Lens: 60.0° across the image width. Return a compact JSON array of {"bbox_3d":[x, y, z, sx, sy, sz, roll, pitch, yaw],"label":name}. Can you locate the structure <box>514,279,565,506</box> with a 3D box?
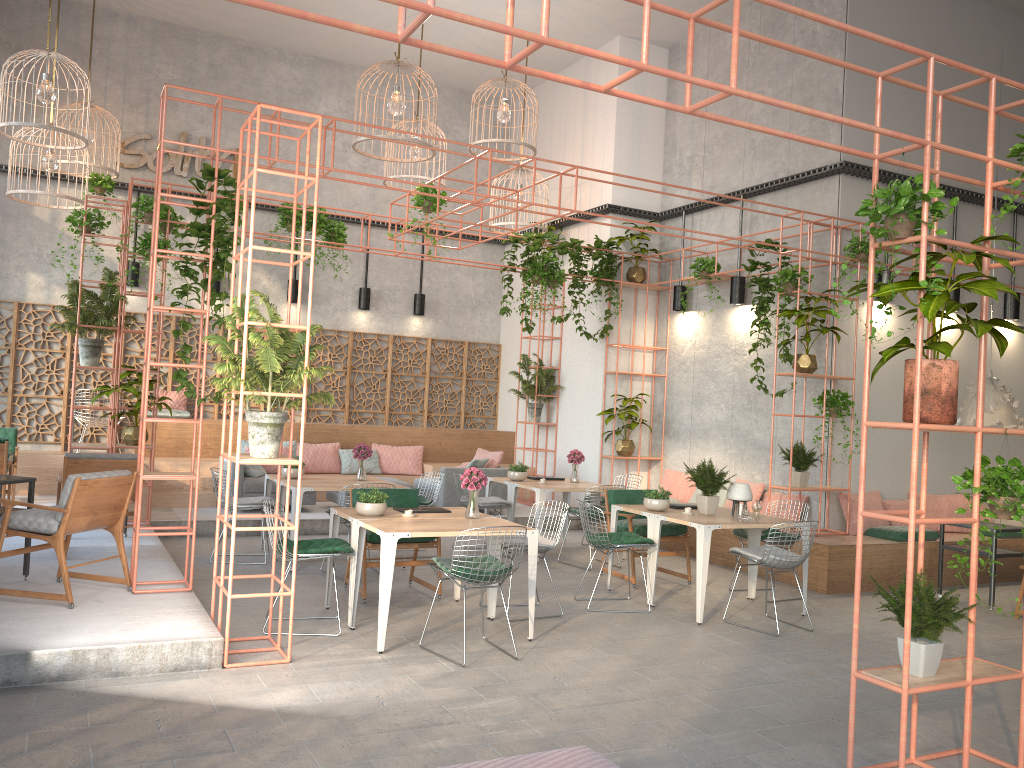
[{"bbox_3d":[0.422,0.122,14.269,0.424,3.596,0.624,4,-2,-27],"label":"structure"}]

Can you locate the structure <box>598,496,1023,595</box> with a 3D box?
[{"bbox_3d":[4.813,2.064,12.321,5.831,0.500,4.386,4,-2,-27],"label":"structure"}]

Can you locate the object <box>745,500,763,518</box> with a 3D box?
[{"bbox_3d":[2.247,1.153,8.182,0.210,0.154,0.165,4,-2,-37],"label":"object"}]

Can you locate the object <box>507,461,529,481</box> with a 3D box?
[{"bbox_3d":[0.070,1.057,10.811,0.254,0.247,0.248,4,-2,-27],"label":"object"}]

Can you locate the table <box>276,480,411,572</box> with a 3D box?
[{"bbox_3d":[-1.764,1.458,9.224,1.214,0.830,0.694,4,-2,-27],"label":"table"}]

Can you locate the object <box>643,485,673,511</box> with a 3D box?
[{"bbox_3d":[1.357,1.063,8.299,0.254,0.247,0.248,4,-2,-27],"label":"object"}]

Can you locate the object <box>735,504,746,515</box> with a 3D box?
[{"bbox_3d":[2.072,1.154,8.054,0.095,0.119,0.095,3,-1,-3],"label":"object"}]

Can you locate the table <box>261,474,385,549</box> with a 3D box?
[{"bbox_3d":[-2.085,1.456,9.840,1.205,0.830,0.694,4,-2,-27],"label":"table"}]

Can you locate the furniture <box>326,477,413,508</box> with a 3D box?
[{"bbox_3d":[-1.984,1.525,12.295,0.975,0.446,0.941,4,-2,-27],"label":"furniture"}]

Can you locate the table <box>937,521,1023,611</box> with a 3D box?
[{"bbox_3d":[4.816,1.837,9.069,0.602,0.798,0.635,4,-2,-27],"label":"table"}]

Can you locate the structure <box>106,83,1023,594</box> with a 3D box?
[{"bbox_3d":[2.561,-0.211,11.449,14.096,4.345,4.501,4,-2,-28],"label":"structure"}]

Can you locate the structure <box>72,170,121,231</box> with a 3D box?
[{"bbox_3d":[-5.758,-2.582,12.322,0.605,0.972,0.587,4,-2,-29],"label":"structure"}]

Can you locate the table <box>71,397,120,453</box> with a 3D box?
[{"bbox_3d":[-5.813,0.602,12.347,0.602,0.798,0.635,4,-2,-27],"label":"table"}]

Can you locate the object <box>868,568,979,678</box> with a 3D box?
[{"bbox_3d":[2.036,1.191,4.455,0.368,0.527,0.438,4,-2,-27],"label":"object"}]

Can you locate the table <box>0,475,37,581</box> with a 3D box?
[{"bbox_3d":[-4.083,1.102,6.665,0.635,0.798,0.602,3,-1,13],"label":"table"}]

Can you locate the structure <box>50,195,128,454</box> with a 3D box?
[{"bbox_3d":[-4.746,-0.262,9.756,0.722,3.623,0.748,4,-2,-27],"label":"structure"}]

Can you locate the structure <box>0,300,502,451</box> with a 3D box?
[{"bbox_3d":[-3.962,0.088,14.154,9.782,2.103,0.132,4,-2,-27],"label":"structure"}]

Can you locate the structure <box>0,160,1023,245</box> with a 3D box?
[{"bbox_3d":[2.062,-2.618,8.615,15.203,0.110,15.603,4,-2,-27],"label":"structure"}]

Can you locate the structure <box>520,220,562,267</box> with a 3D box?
[{"bbox_3d":[0.452,-2.227,14.200,0.903,0.803,0.934,2,-2,34],"label":"structure"}]

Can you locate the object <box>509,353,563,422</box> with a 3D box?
[{"bbox_3d":[0.369,0.060,14.165,0.900,1.097,0.894,3,-1,2],"label":"object"}]

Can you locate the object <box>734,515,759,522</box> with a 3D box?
[{"bbox_3d":[2.066,1.187,7.811,0.218,0.041,0.218,4,-1,-19],"label":"object"}]

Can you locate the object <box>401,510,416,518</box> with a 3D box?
[{"bbox_3d":[-0.819,1.025,7.031,0.115,0.073,0.115,4,-2,-33],"label":"object"}]

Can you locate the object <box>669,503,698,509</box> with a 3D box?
[{"bbox_3d":[1.711,1.200,8.722,0.427,0.031,0.268,4,-2,-27],"label":"object"}]

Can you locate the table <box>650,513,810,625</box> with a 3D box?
[{"bbox_3d":[1.954,1.624,7.955,1.214,0.830,0.694,4,-2,-27],"label":"table"}]

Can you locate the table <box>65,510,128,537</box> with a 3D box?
[{"bbox_3d":[-4.311,1.153,9.195,0.602,0.798,0.635,4,-2,-27],"label":"table"}]

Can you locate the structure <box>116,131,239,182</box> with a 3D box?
[{"bbox_3d":[-5.071,-3.517,13.566,1.807,0.695,0.087,4,-2,-27],"label":"structure"}]

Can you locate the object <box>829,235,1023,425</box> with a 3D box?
[{"bbox_3d":[2.066,-0.278,4.387,0.924,0.946,0.923,2,-2,29],"label":"object"}]

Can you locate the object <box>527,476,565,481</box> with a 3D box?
[{"bbox_3d":[0.424,1.194,11.235,0.427,0.031,0.268,4,-2,-27],"label":"object"}]

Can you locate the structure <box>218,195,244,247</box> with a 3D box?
[{"bbox_3d":[-4.169,-2.477,13.136,0.605,0.972,0.587,4,-2,-29],"label":"structure"}]

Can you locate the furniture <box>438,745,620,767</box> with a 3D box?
[{"bbox_3d":[0.080,1.605,2.959,0.976,0.446,0.941,4,-2,-27],"label":"furniture"}]

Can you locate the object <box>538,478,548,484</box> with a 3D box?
[{"bbox_3d":[0.367,1.154,10.565,0.115,0.078,0.115,4,-2,-21],"label":"object"}]

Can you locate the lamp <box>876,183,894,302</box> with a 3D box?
[{"bbox_3d":[4.486,-1.700,10.615,0.179,1.425,0.185,4,-2,-27],"label":"lamp"}]

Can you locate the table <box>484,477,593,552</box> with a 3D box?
[{"bbox_3d":[0.345,1.616,11.085,1.205,0.830,0.694,4,-2,-27],"label":"table"}]

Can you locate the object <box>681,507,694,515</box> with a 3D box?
[{"bbox_3d":[1.613,1.160,8.132,0.115,0.078,0.115,4,-2,-21],"label":"object"}]

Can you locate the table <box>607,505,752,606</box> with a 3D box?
[{"bbox_3d":[1.633,1.622,8.573,1.205,0.830,0.694,4,-2,-27],"label":"table"}]

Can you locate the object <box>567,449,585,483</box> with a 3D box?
[{"bbox_3d":[0.784,1.015,10.992,0.225,0.414,0.213,4,-2,-35],"label":"object"}]

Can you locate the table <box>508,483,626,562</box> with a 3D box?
[{"bbox_3d":[0.667,1.618,10.467,1.214,0.830,0.694,4,-2,-27],"label":"table"}]

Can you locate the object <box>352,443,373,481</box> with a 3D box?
[{"bbox_3d":[-1.651,0.855,9.744,0.225,0.414,0.213,4,-2,-35],"label":"object"}]

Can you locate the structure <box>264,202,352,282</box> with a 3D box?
[{"bbox_3d":[-3.137,-2.251,13.613,1.434,1.290,0.670,4,-2,-27],"label":"structure"}]

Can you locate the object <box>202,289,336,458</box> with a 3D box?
[{"bbox_3d":[-1.645,-0.061,5.938,0.900,1.100,0.894,3,-1,2],"label":"object"}]

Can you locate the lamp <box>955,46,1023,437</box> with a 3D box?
[{"bbox_3d":[6.589,-1.386,9.982,4.456,4.052,0.704,4,-2,-27],"label":"lamp"}]

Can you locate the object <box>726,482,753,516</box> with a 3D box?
[{"bbox_3d":[2.119,1.078,8.267,0.241,0.313,0.241,3,-1,18],"label":"object"}]

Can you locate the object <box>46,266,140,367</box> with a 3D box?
[{"bbox_3d":[-4.612,-0.739,9.813,0.900,1.101,0.894,2,-2,27],"label":"object"}]

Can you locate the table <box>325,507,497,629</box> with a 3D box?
[{"bbox_3d":[-0.833,1.472,7.290,1.205,0.830,0.694,4,-2,-27],"label":"table"}]

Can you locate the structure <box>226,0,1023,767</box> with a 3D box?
[{"bbox_3d":[4.559,0.269,3.992,14.689,4.247,4.157,4,-2,-27],"label":"structure"}]

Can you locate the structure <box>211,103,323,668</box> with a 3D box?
[{"bbox_3d":[-1.674,0.008,6.003,0.424,3.602,0.624,4,-2,-27],"label":"structure"}]

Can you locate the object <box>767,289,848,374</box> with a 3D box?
[{"bbox_3d":[3.237,-0.588,9.775,0.903,0.947,0.934,2,-2,24],"label":"object"}]

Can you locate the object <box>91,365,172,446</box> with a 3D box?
[{"bbox_3d":[-4.220,0.219,9.820,0.903,0.923,0.934,2,-2,29],"label":"object"}]

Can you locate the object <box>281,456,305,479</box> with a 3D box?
[{"bbox_3d":[-2.359,0.897,9.567,0.252,0.247,0.247,4,-2,-27],"label":"object"}]

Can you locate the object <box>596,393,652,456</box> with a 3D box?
[{"bbox_3d":[1.608,0.578,12.864,0.903,0.919,0.934,2,-2,34],"label":"object"}]

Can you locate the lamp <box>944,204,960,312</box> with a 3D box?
[{"bbox_3d":[5.559,-1.629,11.165,0.179,1.425,0.185,4,-2,-27],"label":"lamp"}]

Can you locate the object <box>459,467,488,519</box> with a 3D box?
[{"bbox_3d":[-0.315,0.873,7.135,0.225,0.414,0.213,4,-2,-35],"label":"object"}]

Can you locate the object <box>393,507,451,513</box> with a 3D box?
[{"bbox_3d":[-0.755,1.062,7.439,0.427,0.031,0.268,4,-2,-27],"label":"object"}]

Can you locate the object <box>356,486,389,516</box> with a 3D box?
[{"bbox_3d":[-1.108,0.925,7.016,0.252,0.247,0.247,4,-2,-27],"label":"object"}]

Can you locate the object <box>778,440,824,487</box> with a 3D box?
[{"bbox_3d":[3.186,0.882,9.868,0.368,0.527,0.438,4,-2,-27],"label":"object"}]

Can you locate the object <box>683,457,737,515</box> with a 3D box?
[{"bbox_3d":[1.801,0.942,8.226,0.368,0.527,0.438,4,-2,-27],"label":"object"}]

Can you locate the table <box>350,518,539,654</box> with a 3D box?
[{"bbox_3d":[-0.512,1.473,6.671,1.214,0.830,0.694,4,-2,-27],"label":"table"}]

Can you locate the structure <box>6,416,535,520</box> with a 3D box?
[{"bbox_3d":[-3.522,1.121,12.506,9.152,1.111,3.396,4,-2,-27],"label":"structure"}]

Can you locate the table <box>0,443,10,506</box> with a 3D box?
[{"bbox_3d":[-6.117,1.080,10.139,0.602,0.798,0.635,4,-2,-27],"label":"table"}]
